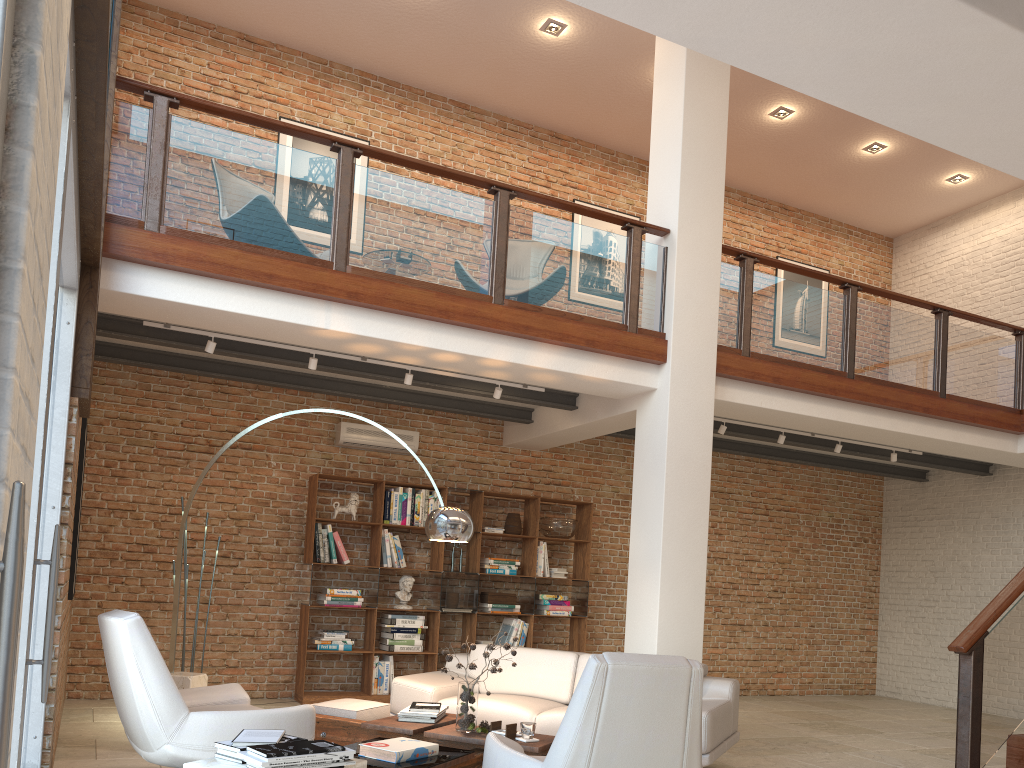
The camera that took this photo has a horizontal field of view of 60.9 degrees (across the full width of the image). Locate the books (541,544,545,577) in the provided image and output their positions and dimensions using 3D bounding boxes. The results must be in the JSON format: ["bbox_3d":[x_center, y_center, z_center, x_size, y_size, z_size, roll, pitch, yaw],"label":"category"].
[{"bbox_3d":[0.275,1.916,9.465,0.021,0.352,0.275,4,-6,-25],"label":"books"}]

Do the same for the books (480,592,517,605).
[{"bbox_3d":[-0.145,2.274,9.244,0.338,0.116,0.216,9,-12,-25],"label":"books"}]

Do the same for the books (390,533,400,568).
[{"bbox_3d":[-1.216,1.672,8.753,0.125,0.342,0.275,5,-7,-25],"label":"books"}]

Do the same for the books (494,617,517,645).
[{"bbox_3d":[-0.082,2.678,9.295,0.164,0.365,0.246,5,-6,-25],"label":"books"}]

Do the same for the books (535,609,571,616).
[{"bbox_3d":[0.447,2.503,9.539,0.329,0.054,0.259,9,-14,-23],"label":"books"}]

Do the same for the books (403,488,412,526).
[{"bbox_3d":[-1.077,1.247,8.806,0.037,0.376,0.246,5,-6,-25],"label":"books"}]

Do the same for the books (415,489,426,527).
[{"bbox_3d":[-0.951,1.274,8.893,0.037,0.376,0.246,5,-6,-25],"label":"books"}]

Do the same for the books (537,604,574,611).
[{"bbox_3d":[0.473,2.452,9.552,0.330,0.054,0.258,11,-14,-30],"label":"books"}]

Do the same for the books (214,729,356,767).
[{"bbox_3d":[-0.932,1.443,3.450,0.395,0.078,0.573,14,-17,-40],"label":"books"}]

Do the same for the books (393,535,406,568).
[{"bbox_3d":[-1.167,1.685,8.760,0.159,0.323,0.257,5,-7,-25],"label":"books"}]

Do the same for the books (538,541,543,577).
[{"bbox_3d":[0.255,1.896,9.444,0.037,0.376,0.246,5,-6,-25],"label":"books"}]

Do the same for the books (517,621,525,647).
[{"bbox_3d":[0.023,2.704,9.341,0.098,0.348,0.275,5,-7,-25],"label":"books"}]

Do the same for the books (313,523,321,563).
[{"bbox_3d":[-1.906,1.534,8.409,0.092,0.377,0.246,5,-6,-25],"label":"books"}]

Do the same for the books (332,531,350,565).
[{"bbox_3d":[-1.703,1.605,8.528,0.196,0.312,0.258,6,-7,-25],"label":"books"}]

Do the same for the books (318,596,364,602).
[{"bbox_3d":[-1.671,2.093,8.495,0.384,0.036,0.247,11,-15,-31],"label":"books"}]

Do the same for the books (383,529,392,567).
[{"bbox_3d":[-1.274,1.641,8.704,0.104,0.376,0.246,5,-6,-25],"label":"books"}]

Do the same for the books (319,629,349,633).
[{"bbox_3d":[-1.731,2.400,8.481,0.254,0.017,0.165,9,-14,-25],"label":"books"}]

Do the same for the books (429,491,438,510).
[{"bbox_3d":[-0.827,1.291,8.938,0.037,0.376,0.246,5,-6,-25],"label":"books"}]

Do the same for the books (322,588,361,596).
[{"bbox_3d":[-1.669,2.031,8.516,0.329,0.054,0.259,9,-14,-23],"label":"books"}]

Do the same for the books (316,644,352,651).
[{"bbox_3d":[-1.733,2.549,8.469,0.328,0.054,0.260,7,-13,-15],"label":"books"}]

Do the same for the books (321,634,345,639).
[{"bbox_3d":[-1.743,2.454,8.490,0.207,0.033,0.134,9,-14,-25],"label":"books"}]

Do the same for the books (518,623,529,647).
[{"bbox_3d":[0.069,2.716,9.346,0.117,0.327,0.257,5,-7,-25],"label":"books"}]

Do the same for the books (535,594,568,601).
[{"bbox_3d":[0.419,2.335,9.540,0.328,0.054,0.260,7,-13,-15],"label":"books"}]

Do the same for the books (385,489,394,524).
[{"bbox_3d":[-1.247,1.236,8.744,0.021,0.352,0.275,4,-6,-25],"label":"books"}]

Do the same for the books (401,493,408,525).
[{"bbox_3d":[-1.129,1.271,8.802,0.056,0.323,0.257,5,-6,-25],"label":"books"}]

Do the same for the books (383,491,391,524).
[{"bbox_3d":[-1.283,1.245,8.728,0.056,0.323,0.257,5,-6,-25],"label":"books"}]

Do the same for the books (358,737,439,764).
[{"bbox_3d":[-0.572,1.853,4.419,0.255,0.055,0.334,-5,-15,34],"label":"books"}]

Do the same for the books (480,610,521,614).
[{"bbox_3d":[-0.123,2.423,9.265,0.359,0.020,0.276,10,-14,-26],"label":"books"}]

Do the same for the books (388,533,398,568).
[{"bbox_3d":[-1.231,1.667,8.735,0.125,0.342,0.275,5,-7,-25],"label":"books"}]

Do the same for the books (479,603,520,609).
[{"bbox_3d":[-0.136,2.351,9.238,0.383,0.036,0.248,10,-14,-26],"label":"books"}]

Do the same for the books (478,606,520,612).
[{"bbox_3d":[-0.140,2.395,9.273,0.384,0.036,0.247,11,-15,-30],"label":"books"}]

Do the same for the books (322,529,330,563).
[{"bbox_3d":[-1.839,1.577,8.471,0.103,0.327,0.257,5,-7,-25],"label":"books"}]

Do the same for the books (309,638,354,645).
[{"bbox_3d":[-1.753,2.502,8.469,0.383,0.036,0.248,9,-14,-25],"label":"books"}]

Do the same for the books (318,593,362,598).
[{"bbox_3d":[-1.680,2.068,8.513,0.359,0.020,0.276,10,-14,-26],"label":"books"}]

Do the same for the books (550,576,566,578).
[{"bbox_3d":[0.480,2.118,9.563,0.172,0.018,0.241,7,-13,-17],"label":"books"}]

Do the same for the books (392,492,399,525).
[{"bbox_3d":[-1.205,1.253,8.745,0.056,0.323,0.257,5,-6,-25],"label":"books"}]

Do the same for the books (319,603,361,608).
[{"bbox_3d":[-1.682,2.159,8.503,0.359,0.020,0.276,9,-14,-25],"label":"books"}]

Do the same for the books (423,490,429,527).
[{"bbox_3d":[-0.912,1.277,8.897,0.037,0.376,0.246,5,-6,-25],"label":"books"}]

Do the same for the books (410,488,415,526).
[{"bbox_3d":[-1.048,1.254,8.831,0.037,0.376,0.246,5,-6,-25],"label":"books"}]

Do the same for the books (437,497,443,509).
[{"bbox_3d":[-0.792,1.329,8.972,0.056,0.323,0.257,5,-6,-25],"label":"books"}]

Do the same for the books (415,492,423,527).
[{"bbox_3d":[-0.972,1.280,8.867,0.021,0.352,0.275,4,-6,-25],"label":"books"}]

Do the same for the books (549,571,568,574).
[{"bbox_3d":[0.487,2.064,9.556,0.172,0.018,0.240,8,-14,-22],"label":"books"}]

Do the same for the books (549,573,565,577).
[{"bbox_3d":[0.481,2.088,9.548,0.133,0.033,0.210,7,-13,-15],"label":"books"}]

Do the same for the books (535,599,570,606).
[{"bbox_3d":[0.431,2.392,9.545,0.329,0.054,0.259,9,-14,-25],"label":"books"}]

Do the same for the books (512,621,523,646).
[{"bbox_3d":[0.008,2.697,9.323,0.098,0.348,0.275,5,-7,-25],"label":"books"}]

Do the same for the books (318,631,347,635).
[{"bbox_3d":[-1.750,2.429,8.495,0.239,0.018,0.173,11,-15,-32],"label":"books"}]

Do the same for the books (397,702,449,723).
[{"bbox_3d":[-0.550,2.026,5.391,0.250,0.073,0.411,2,-13,7],"label":"books"}]

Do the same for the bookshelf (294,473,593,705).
[{"bbox_3d":[-0.611,2.183,9.007,3.059,2.158,0.368,8,-4,-26],"label":"bookshelf"}]

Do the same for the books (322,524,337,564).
[{"bbox_3d":[-1.774,1.556,8.468,0.122,0.374,0.246,5,-6,-25],"label":"books"}]

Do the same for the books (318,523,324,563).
[{"bbox_3d":[-1.876,1.541,8.433,0.092,0.377,0.246,5,-6,-25],"label":"books"}]

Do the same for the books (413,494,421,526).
[{"bbox_3d":[-1.001,1.286,8.836,0.056,0.323,0.257,5,-6,-25],"label":"books"}]

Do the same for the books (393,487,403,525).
[{"bbox_3d":[-1.164,1.234,8.770,0.037,0.376,0.246,5,-6,-25],"label":"books"}]

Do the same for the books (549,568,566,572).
[{"bbox_3d":[0.484,2.036,9.550,0.134,0.033,0.208,12,-15,-34],"label":"books"}]

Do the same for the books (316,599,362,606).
[{"bbox_3d":[-1.686,2.128,8.494,0.384,0.036,0.247,11,-15,-30],"label":"books"}]

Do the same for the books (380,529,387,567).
[{"bbox_3d":[-1.318,1.639,8.709,0.102,0.376,0.246,5,-6,-25],"label":"books"}]

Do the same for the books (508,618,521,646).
[{"bbox_3d":[-0.034,2.679,9.292,0.162,0.365,0.246,5,-6,-25],"label":"books"}]

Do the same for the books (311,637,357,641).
[{"bbox_3d":[-1.733,2.476,8.468,0.384,0.018,0.247,12,-15,-32],"label":"books"}]

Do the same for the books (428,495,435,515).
[{"bbox_3d":[-0.869,1.310,8.910,0.056,0.323,0.257,5,-6,-25],"label":"books"}]
